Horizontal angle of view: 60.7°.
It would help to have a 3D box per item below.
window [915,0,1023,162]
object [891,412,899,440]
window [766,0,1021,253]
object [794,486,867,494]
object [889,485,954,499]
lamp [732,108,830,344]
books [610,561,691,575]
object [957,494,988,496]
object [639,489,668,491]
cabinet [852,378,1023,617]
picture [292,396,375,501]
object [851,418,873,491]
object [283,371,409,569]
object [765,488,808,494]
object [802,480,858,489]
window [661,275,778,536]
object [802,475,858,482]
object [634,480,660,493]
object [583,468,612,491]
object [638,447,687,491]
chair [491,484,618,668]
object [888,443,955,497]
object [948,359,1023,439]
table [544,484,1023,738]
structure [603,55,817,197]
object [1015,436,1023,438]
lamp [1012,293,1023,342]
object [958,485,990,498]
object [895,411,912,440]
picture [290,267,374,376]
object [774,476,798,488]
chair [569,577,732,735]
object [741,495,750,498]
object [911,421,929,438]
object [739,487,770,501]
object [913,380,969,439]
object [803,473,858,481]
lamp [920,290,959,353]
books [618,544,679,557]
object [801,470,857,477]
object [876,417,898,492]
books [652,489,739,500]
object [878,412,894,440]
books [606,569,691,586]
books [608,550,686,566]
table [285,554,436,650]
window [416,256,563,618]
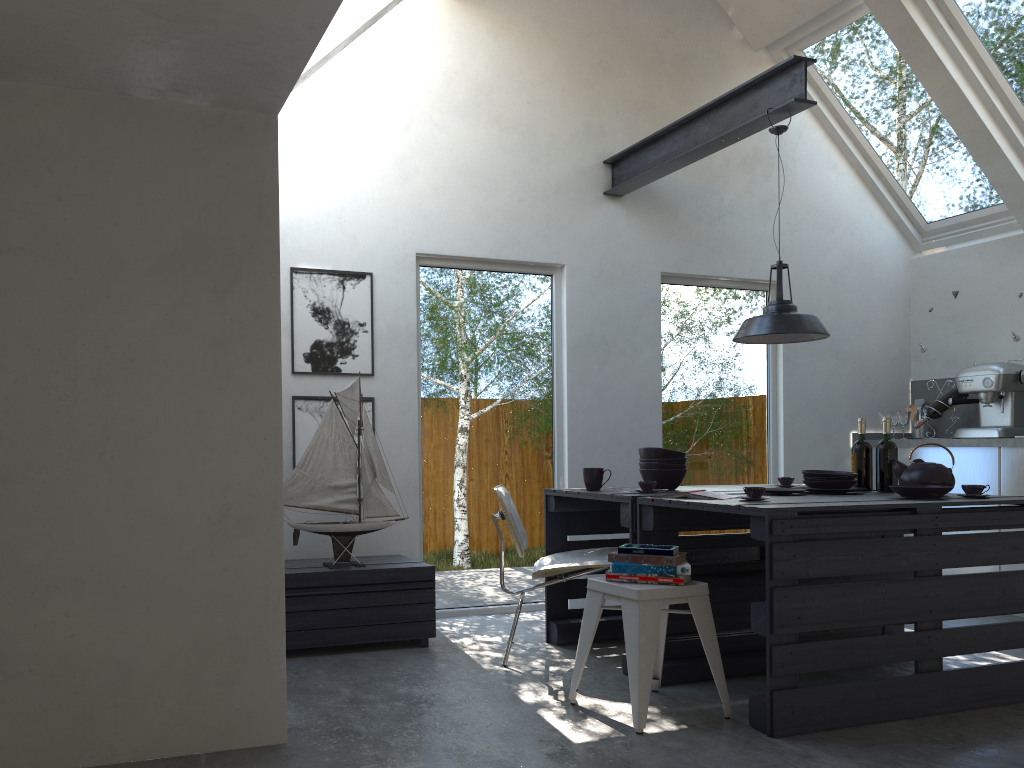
[{"bbox_3d":[2.985,-1.739,4.802,1.418,1.390,0.867,1,-1,-22],"label":"window"},{"bbox_3d":[2.654,0.293,6.081,0.104,0.192,0.092,0,0,37],"label":"object"},{"bbox_3d":[2.542,-1.663,5.733,1.425,1.396,0.867,1,-1,-22],"label":"window"},{"bbox_3d":[1.446,0.484,3.978,0.302,0.024,0.290,-1,-4,8],"label":"object"},{"bbox_3d":[1.661,0.438,3.551,0.238,0.047,0.221,-1,-4,17],"label":"object"},{"bbox_3d":[1.273,-0.762,4.167,0.412,1.097,0.450,0,0,-23],"label":"lamp"},{"bbox_3d":[0.521,0.693,3.331,0.291,0.033,0.194,-1,-4,9],"label":"books"},{"bbox_3d":[1.870,0.452,3.544,0.129,0.013,0.028,0,-3,-9],"label":"object"},{"bbox_3d":[0.656,0.492,4.051,0.136,0.013,0.027,-1,-3,16],"label":"object"},{"bbox_3d":[3.298,0.613,4.908,0.544,1.476,2.982,0,-3,-26],"label":"cabinet"},{"bbox_3d":[-0.992,0.362,4.879,0.453,0.584,0.026,0,1,-21],"label":"picture"},{"bbox_3d":[1.663,0.335,4.155,0.094,0.345,0.088,0,0,15],"label":"object"},{"bbox_3d":[-0.892,0.427,4.413,0.758,0.990,0.146,0,0,-21],"label":"object"},{"bbox_3d":[1.191,0.479,3.899,0.226,0.019,0.243,1,-4,-19],"label":"object"},{"bbox_3d":[1.443,0.463,3.977,0.238,0.047,0.221,-1,-4,17],"label":"object"},{"bbox_3d":[1.365,0.368,5.861,0.946,2.128,0.061,0,1,-21],"label":"window"},{"bbox_3d":[1.444,0.447,3.975,0.221,0.063,0.237,1,-4,-19],"label":"object"},{"bbox_3d":[0.623,0.474,4.027,0.110,0.056,0.123,2,-4,-36],"label":"object"},{"bbox_3d":[0.407,0.466,4.281,0.095,0.109,0.137,1,-2,-32],"label":"object"},{"bbox_3d":[0.745,0.419,4.321,0.205,0.214,0.201,0,-2,-22],"label":"object"},{"bbox_3d":[0.289,0.899,4.194,0.787,0.819,0.683,0,-1,7],"label":"chair"},{"bbox_3d":[1.783,0.369,3.768,0.210,0.232,0.221,0,-2,-21],"label":"object"},{"bbox_3d":[3.012,0.097,5.502,0.410,0.500,0.374,0,-1,-23],"label":"object"},{"bbox_3d":[1.203,0.894,4.007,1.444,0.796,1.674,1,-3,-24],"label":"table"},{"bbox_3d":[0.771,-1.305,5.186,0.130,0.208,2.639,0,-4,-26],"label":"structure"},{"bbox_3d":[3.084,0.303,5.030,0.173,0.012,0.275,2,-5,-27],"label":"object"},{"bbox_3d":[3.184,-0.469,5.381,0.321,0.435,0.062,1,0,-32],"label":"lamp"},{"bbox_3d":[1.887,0.438,3.580,0.110,0.056,0.122,2,-4,-31],"label":"object"},{"bbox_3d":[2.657,0.282,5.935,0.099,0.192,0.098,0,0,-1],"label":"object"},{"bbox_3d":[-1.000,-0.341,4.870,0.453,0.584,0.026,0,1,-21],"label":"picture"},{"bbox_3d":[1.425,0.510,4.549,0.110,0.056,0.123,2,-4,-36],"label":"object"},{"bbox_3d":[0.514,0.999,3.322,0.416,0.504,0.442,1,-2,-28],"label":"chair"},{"bbox_3d":[0.922,0.450,3.475,0.028,0.013,0.131,0,-4,0],"label":"object"},{"bbox_3d":[2.856,0.324,6.121,0.111,0.132,0.103,-1,-1,18],"label":"object"},{"bbox_3d":[0.955,0.431,3.445,0.113,0.056,0.120,1,-3,-16],"label":"object"},{"bbox_3d":[2.838,0.172,5.848,0.337,0.394,0.230,0,-1,7],"label":"object"},{"bbox_3d":[1.446,0.435,3.978,0.220,0.063,0.238,1,-4,-19],"label":"object"},{"bbox_3d":[2.902,-0.426,5.954,0.319,0.437,0.062,0,0,-21],"label":"lamp"},{"bbox_3d":[0.521,0.632,3.332,0.214,0.025,0.137,-2,-4,24],"label":"books"},{"bbox_3d":[1.441,0.423,3.982,0.220,0.058,0.239,2,-4,-24],"label":"object"},{"bbox_3d":[1.730,0.326,4.037,0.093,0.345,0.089,0,0,10],"label":"object"},{"bbox_3d":[0.771,0.463,3.682,0.323,0.030,0.210,-3,-5,35],"label":"books"},{"bbox_3d":[2.558,0.286,5.986,0.093,0.192,0.103,0,0,-30],"label":"object"},{"bbox_3d":[0.522,0.727,3.331,0.298,0.035,0.189,-2,-4,24],"label":"books"},{"bbox_3d":[0.518,0.661,3.335,0.268,0.032,0.166,-2,-5,28],"label":"books"},{"bbox_3d":[-0.915,1.129,4.497,0.889,0.415,0.547,1,-3,-22],"label":"table"},{"bbox_3d":[-0.139,0.331,5.294,0.946,2.128,0.061,0,1,-21],"label":"window"}]
